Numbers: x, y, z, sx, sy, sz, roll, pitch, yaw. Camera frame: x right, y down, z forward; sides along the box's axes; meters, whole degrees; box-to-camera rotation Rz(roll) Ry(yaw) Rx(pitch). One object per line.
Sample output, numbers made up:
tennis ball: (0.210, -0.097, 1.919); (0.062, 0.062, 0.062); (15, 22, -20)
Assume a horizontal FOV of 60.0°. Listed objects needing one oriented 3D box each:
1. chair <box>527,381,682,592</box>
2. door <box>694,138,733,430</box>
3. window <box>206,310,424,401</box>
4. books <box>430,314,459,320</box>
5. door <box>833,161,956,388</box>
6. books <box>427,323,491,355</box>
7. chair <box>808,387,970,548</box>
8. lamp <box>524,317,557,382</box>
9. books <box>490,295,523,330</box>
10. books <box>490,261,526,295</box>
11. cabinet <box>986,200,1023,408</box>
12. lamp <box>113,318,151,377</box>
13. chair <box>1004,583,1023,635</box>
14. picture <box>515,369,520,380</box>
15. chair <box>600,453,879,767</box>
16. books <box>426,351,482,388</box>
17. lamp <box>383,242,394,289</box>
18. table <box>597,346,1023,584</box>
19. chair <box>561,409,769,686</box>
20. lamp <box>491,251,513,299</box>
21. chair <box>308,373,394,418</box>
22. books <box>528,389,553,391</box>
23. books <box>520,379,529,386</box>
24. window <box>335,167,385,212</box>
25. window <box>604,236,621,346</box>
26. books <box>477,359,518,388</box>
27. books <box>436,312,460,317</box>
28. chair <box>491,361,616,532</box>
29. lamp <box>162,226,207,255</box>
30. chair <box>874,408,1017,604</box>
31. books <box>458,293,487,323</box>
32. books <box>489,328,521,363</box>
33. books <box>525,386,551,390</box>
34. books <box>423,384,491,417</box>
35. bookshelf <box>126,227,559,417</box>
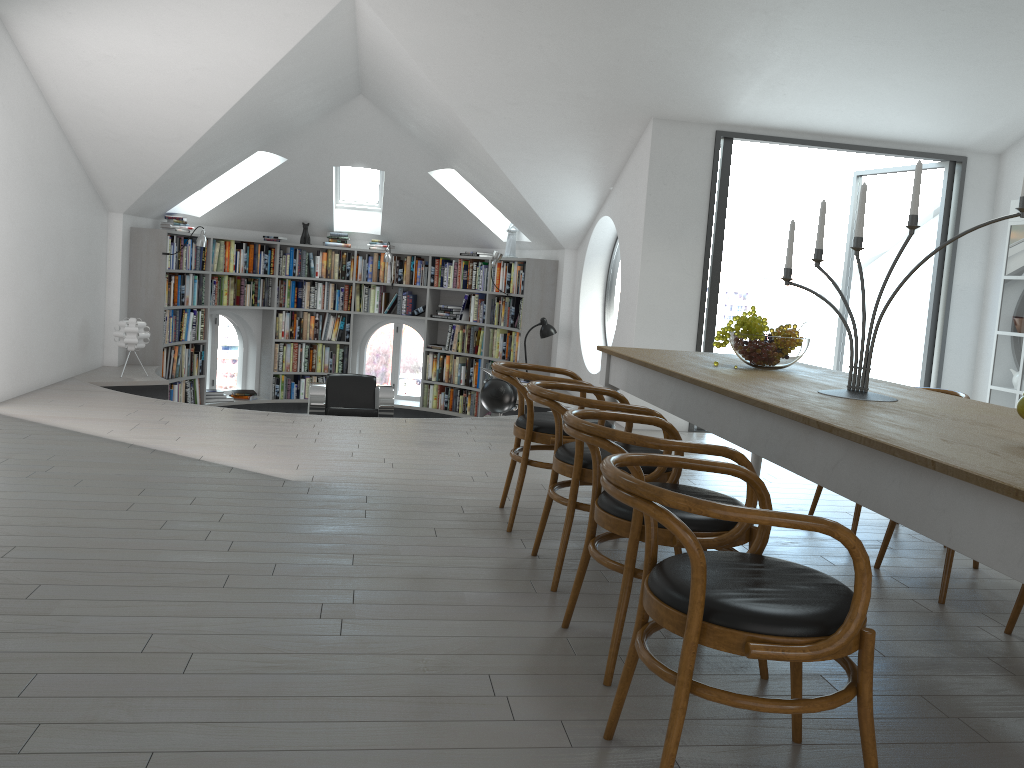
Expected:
chair: (0.339, 0.378, 3.435); (0.621, 0.733, 0.529); (3, 6, -9)
door: (1.553, -0.854, 7.652); (0.080, 2.341, 1.054); (3, 5, -9)
window: (-2.535, -0.352, 11.005); (3.229, 1.148, 0.619); (1, 6, -23)
books: (-0.737, -0.817, 10.866); (0.388, 0.042, 0.366); (8, 8, 30)
door: (3.353, -0.752, 7.920); (0.080, 2.341, 1.054); (2, 6, -24)
books: (-0.565, -0.552, 10.685); (0.975, 0.351, 0.252); (8, 7, 33)
chair: (1.877, 0.383, 4.365); (0.621, 0.733, 0.529); (3, 6, -9)
lamp: (0.281, -0.347, 8.996); (0.322, 0.658, 0.234); (5, 5, 6)
books: (0.063, -0.804, 9.949); (0.279, 0.357, 1.055); (2, 7, -24)
books: (0.088, -1.187, 9.926); (0.292, 0.361, 1.017); (1, 7, -27)
cabinet: (3.914, -0.349, 6.486); (0.361, 1.984, 0.643); (3, 5, -10)
lamp: (-3.434, -0.333, 8.002); (0.305, 0.523, 0.306); (2, 6, -21)
chair: (2.100, 0.566, 2.936); (0.621, 0.733, 0.529); (4, 6, -6)
picture: (-0.074, 0.242, 9.722); (0.090, 0.861, 0.580); (2, 6, -19)
chair: (0.479, 0.557, 1.995); (0.621, 0.733, 0.529); (4, 6, -6)
books: (-0.658, -0.185, 10.774); (0.873, 0.350, 0.272); (8, 7, 32)
lamp: (-1.488, -1.433, 10.718); (0.113, 0.565, 0.358); (4, 5, -3)
table: (1.187, 0.427, 3.249); (1.018, 0.797, 3.359); (3, 7, -9)
chair: (0.435, 0.469, 2.716); (0.621, 0.733, 0.529); (3, 6, -14)
lamp: (-0.100, -1.204, 9.813); (0.275, 0.524, 0.112); (2, 5, -19)
chair: (-1.658, 0.284, 9.037); (0.823, 0.717, 0.743); (3, 6, -14)
books: (0.214, 0.059, 9.032); (0.365, 0.042, 0.389); (3, 7, -9)
books: (0.219, -0.009, 9.026); (0.269, 0.031, 0.286); (4, 7, 1)
window: (-1.735, -2.391, 10.061); (4.054, 0.711, 1.938); (3, 7, -9)
window: (1.108, -0.817, 8.288); (0.104, 1.466, 1.475); (3, 6, -9)
books: (-0.027, -0.053, 10.068); (0.303, 0.358, 1.187); (1, 7, -28)
books: (-0.735, -0.850, 10.863); (0.286, 0.031, 0.269); (7, 7, 26)
chair: (0.187, 0.284, 4.143); (0.621, 0.733, 0.529); (4, 6, -6)
lamp: (-3.278, -1.438, 8.899); (0.413, 0.311, 0.117); (3, 5, -12)
chair: (1.929, 0.471, 3.643); (0.621, 0.733, 0.529); (3, 6, -12)
books: (-0.360, -0.907, 10.566); (0.554, 0.350, 0.256); (9, 7, 37)
books: (0.044, -0.422, 9.979); (0.275, 0.347, 1.024); (2, 7, -24)
books: (0.217, 0.023, 9.029); (0.286, 0.034, 0.305); (2, 7, -19)
books: (-0.486, 0.216, 10.602); (1.500, 0.310, 0.360); (10, 8, 42)
bookshelf: (-1.865, -0.635, 10.212); (4.331, 1.875, 2.115); (3, 6, -9)
